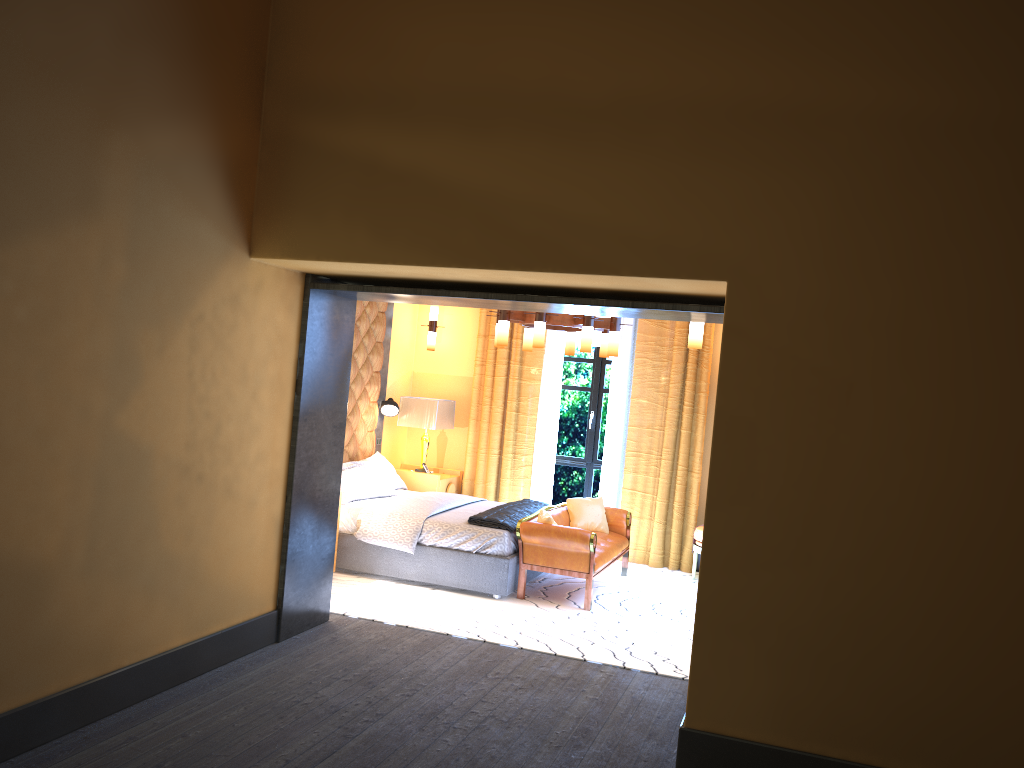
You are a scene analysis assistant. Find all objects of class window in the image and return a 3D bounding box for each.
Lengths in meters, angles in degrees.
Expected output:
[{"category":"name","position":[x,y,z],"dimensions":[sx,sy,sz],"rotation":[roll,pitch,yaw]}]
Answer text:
[{"category":"window","position":[0.868,0.239,9.267],"dimensions":[1.199,3.001,0.130],"rotation":[6,1,18]}]

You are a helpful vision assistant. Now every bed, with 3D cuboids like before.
[{"category":"bed","position":[-0.730,1.136,7.821],"dimensions":[2.105,0.825,1.889],"rotation":[5,0,18]}]

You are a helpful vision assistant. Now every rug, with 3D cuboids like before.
[{"category":"rug","position":[0.050,1.667,7.378],"dimensions":[3.700,0.016,3.388],"rotation":[5,0,18]}]

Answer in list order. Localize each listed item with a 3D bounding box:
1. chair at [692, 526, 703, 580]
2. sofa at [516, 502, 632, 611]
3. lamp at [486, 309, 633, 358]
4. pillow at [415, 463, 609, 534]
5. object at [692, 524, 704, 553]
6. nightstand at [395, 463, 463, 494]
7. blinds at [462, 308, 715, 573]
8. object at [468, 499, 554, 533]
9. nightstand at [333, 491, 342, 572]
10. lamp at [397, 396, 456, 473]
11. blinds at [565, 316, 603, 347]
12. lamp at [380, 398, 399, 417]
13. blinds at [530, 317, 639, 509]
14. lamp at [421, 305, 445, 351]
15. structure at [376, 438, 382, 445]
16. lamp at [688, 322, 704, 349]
[{"category":"chair","position":[2.002,1.270,8.204],"dimensions":[0.633,1.147,0.499],"rotation":[4,1,-39]},{"category":"sofa","position":[0.556,1.393,7.476],"dimensions":[0.650,0.640,1.615],"rotation":[5,0,18]},{"category":"lamp","position":[0.446,-1.341,7.181],"dimensions":[1.140,2.169,1.142],"rotation":[6,1,41]},{"category":"pillow","position":[0.113,1.095,8.185],"dimensions":[1.147,0.407,2.625],"rotation":[5,0,-30]},{"category":"object","position":[1.988,1.547,8.097],"dimensions":[0.429,0.572,0.802],"rotation":[5,1,-24]},{"category":"nightstand","position":[-0.973,1.231,9.236],"dimensions":[0.720,0.690,0.680],"rotation":[5,1,18]},{"category":"blinds","position":[0.779,-0.338,8.877],"dimensions":[2.449,4.148,0.134],"rotation":[6,1,18]},{"category":"object","position":[0.043,1.102,7.562],"dimensions":[0.405,0.105,1.461],"rotation":[5,0,18]},{"category":"nightstand","position":[-1.788,1.152,6.745],"dimensions":[0.720,0.700,0.708],"rotation":[5,1,18]},{"category":"lamp","position":[-0.893,0.549,9.118],"dimensions":[0.424,0.803,0.505],"rotation":[6,1,18]},{"category":"blinds","position":[0.962,-0.821,9.234],"dimensions":[1.199,0.873,0.013],"rotation":[5,1,18]},{"category":"lamp","position":[-1.059,0.262,8.928],"dimensions":[0.568,0.218,0.231],"rotation":[5,1,-24]},{"category":"blinds","position":[0.767,-0.316,8.968],"dimensions":[2.049,4.077,0.236],"rotation":[5,1,16]},{"category":"lamp","position":[-0.836,-0.618,9.376],"dimensions":[0.199,0.532,0.199],"rotation":[5,1,-27]},{"category":"structure","position":[-1.344,0.579,8.910],"dimensions":[0.016,0.071,0.103],"rotation":[6,1,18]},{"category":"lamp","position":[1.160,-0.486,5.505],"dimensions":[0.199,0.532,0.199],"rotation":[5,1,-27]}]
